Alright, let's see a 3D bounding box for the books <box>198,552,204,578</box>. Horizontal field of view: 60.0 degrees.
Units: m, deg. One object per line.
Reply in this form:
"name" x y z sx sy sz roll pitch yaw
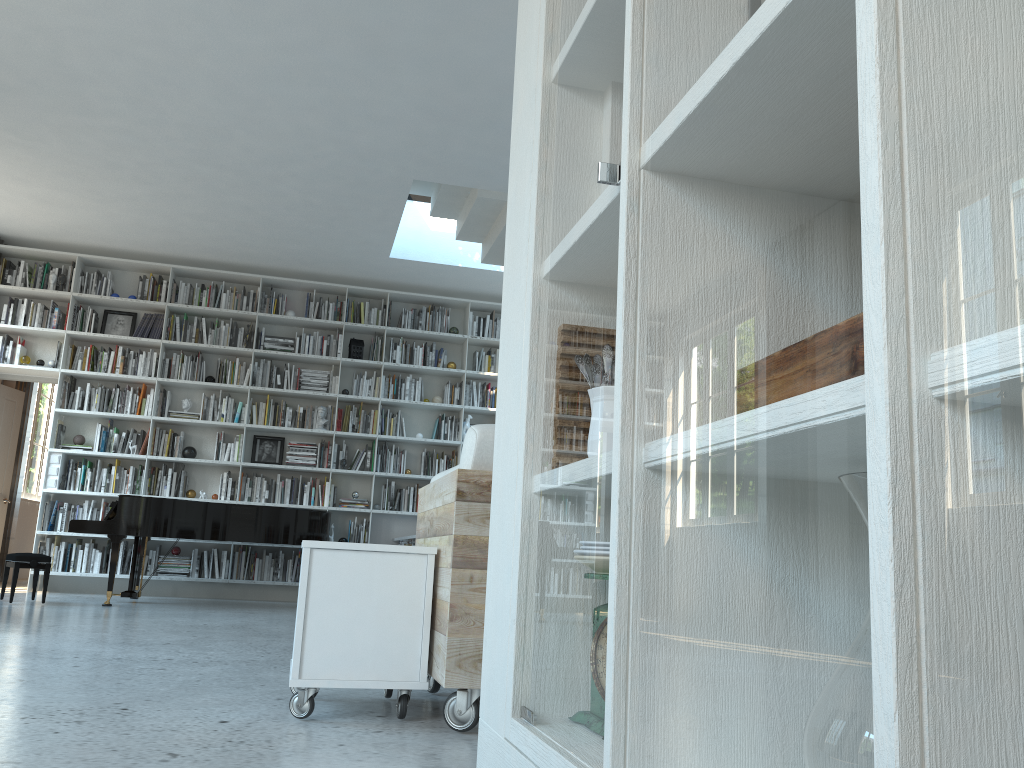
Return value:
"books" -2.920 1.704 8.352 0.028 0.237 0.136 5 -11 -13

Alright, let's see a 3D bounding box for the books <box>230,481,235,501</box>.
"books" -2.685 1.039 8.539 0.031 0.194 0.142 5 -11 -13

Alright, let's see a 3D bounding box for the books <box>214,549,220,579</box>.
"books" -2.786 1.697 8.377 0.073 0.275 0.181 5 -11 -13

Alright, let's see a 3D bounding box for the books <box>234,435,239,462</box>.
"books" -2.665 0.640 8.595 0.027 0.269 0.178 5 -11 -13

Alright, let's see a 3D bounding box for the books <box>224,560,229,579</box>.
"books" -2.693 1.753 8.389 0.024 0.179 0.172 5 -11 -13

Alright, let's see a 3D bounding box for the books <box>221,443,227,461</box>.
"books" -2.788 0.674 8.574 0.030 0.182 0.154 5 -11 -13

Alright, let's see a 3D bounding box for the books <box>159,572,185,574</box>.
"books" -3.155 1.767 8.284 0.254 0.007 0.161 5 -12 -12

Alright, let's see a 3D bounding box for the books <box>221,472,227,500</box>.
"books" -2.758 0.991 8.507 0.027 0.269 0.159 5 -11 -13

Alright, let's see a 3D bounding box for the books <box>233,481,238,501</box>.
"books" -2.656 1.036 8.532 0.024 0.200 0.159 5 -11 -13

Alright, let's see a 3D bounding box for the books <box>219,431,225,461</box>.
"books" -2.804 0.614 8.574 0.012 0.297 0.166 5 -11 -13

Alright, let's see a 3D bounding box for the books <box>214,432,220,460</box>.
"books" -2.850 0.615 8.558 0.012 0.284 0.160 5 -11 -13

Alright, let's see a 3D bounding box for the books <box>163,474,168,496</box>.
"books" -3.263 0.968 8.388 0.021 0.215 0.172 5 -11 -13

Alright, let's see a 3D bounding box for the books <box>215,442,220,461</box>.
"books" -2.834 0.664 8.549 0.025 0.185 0.154 5 -11 -13

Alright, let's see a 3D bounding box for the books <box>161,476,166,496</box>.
"books" -3.287 0.976 8.385 0.024 0.195 0.157 5 -11 -13

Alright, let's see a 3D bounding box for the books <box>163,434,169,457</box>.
"books" -3.293 0.600 8.454 0.025 0.227 0.153 5 -11 -13

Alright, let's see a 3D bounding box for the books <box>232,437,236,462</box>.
"books" -2.683 0.649 8.581 0.012 0.244 0.171 5 -11 -13

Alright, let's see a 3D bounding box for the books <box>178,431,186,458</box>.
"books" -3.163 0.595 8.494 0.028 0.265 0.145 5 -11 -13

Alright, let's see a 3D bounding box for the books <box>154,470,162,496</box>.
"books" -3.330 0.945 8.377 0.042 0.247 0.163 5 -11 -13

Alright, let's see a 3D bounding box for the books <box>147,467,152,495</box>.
"books" -3.413 0.926 8.373 0.013 0.275 0.147 5 -11 -13

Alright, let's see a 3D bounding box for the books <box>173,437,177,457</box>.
"books" -3.208 0.617 8.467 0.011 0.207 0.180 5 -11 -13

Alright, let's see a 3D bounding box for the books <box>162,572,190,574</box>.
"books" -3.153 1.759 8.279 0.285 0.007 0.160 6 -12 -17

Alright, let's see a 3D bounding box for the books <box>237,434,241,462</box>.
"books" -2.644 0.635 8.591 0.011 0.278 0.188 5 -11 -13

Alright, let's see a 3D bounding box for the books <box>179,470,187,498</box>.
"books" -3.123 0.958 8.420 0.027 0.260 0.163 5 -11 -13

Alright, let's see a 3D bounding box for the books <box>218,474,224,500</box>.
"books" -2.794 0.997 8.508 0.012 0.253 0.161 5 -11 -13

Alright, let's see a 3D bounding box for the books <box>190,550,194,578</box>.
"books" -2.995 1.685 8.322 0.012 0.253 0.161 5 -11 -13

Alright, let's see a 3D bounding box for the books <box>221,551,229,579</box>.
"books" -2.710 1.708 8.375 0.024 0.259 0.190 5 -11 -13

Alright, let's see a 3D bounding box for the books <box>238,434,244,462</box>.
"books" -2.629 0.636 8.597 0.021 0.281 0.162 5 -11 -13

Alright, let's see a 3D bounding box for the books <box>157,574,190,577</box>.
"books" -3.156 1.788 8.283 0.285 0.007 0.160 6 -12 -13

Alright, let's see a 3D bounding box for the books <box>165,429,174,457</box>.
"books" -3.261 0.576 8.444 0.026 0.274 0.190 5 -11 -13

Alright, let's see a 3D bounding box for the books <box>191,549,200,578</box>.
"books" -2.977 1.685 8.342 0.031 0.265 0.144 5 -11 -13

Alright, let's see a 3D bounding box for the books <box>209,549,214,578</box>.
"books" -2.825 1.691 8.355 0.012 0.274 0.180 5 -11 -13

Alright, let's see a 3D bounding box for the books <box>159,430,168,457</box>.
"books" -3.321 0.579 8.447 0.036 0.263 0.167 5 -11 -13

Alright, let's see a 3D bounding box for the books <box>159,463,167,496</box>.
"books" -3.301 0.916 8.388 0.014 0.312 0.166 5 -11 -13

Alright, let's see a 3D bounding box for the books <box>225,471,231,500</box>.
"books" -2.730 0.985 8.526 0.014 0.290 0.132 5 -11 -13

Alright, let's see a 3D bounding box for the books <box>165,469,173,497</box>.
"books" -3.238 0.943 8.396 0.027 0.268 0.185 5 -11 -13

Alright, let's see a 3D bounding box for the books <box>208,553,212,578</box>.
"books" -2.839 1.712 8.356 0.011 0.231 0.174 5 -11 -13

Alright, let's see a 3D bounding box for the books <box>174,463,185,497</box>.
"books" -3.159 0.922 8.420 0.050 0.327 0.167 5 -11 -13

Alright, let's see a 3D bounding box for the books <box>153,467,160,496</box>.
"books" -3.354 0.929 8.365 0.012 0.272 0.181 5 -11 -13

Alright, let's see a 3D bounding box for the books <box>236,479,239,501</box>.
"books" -2.640 1.023 8.566 0.019 0.241 0.107 5 -11 -13

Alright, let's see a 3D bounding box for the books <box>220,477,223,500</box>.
"books" -2.783 1.013 8.516 0.015 0.225 0.148 5 -11 -13

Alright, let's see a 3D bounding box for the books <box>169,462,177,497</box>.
"books" -3.222 0.916 8.431 0.013 0.338 0.138 5 -11 -13

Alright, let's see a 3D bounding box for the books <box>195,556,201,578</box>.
"books" -2.946 1.716 8.331 0.029 0.202 0.178 5 -11 -13

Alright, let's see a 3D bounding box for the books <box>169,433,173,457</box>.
"books" -3.247 0.597 8.465 0.014 0.243 0.153 5 -11 -13

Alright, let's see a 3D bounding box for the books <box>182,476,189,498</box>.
"books" -3.104 0.987 8.435 0.023 0.211 0.160 5 -11 -13

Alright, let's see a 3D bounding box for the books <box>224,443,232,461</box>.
"books" -2.742 0.672 8.569 0.057 0.188 0.156 5 -11 -13

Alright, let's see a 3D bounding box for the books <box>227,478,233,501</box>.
"books" -2.709 1.019 8.516 0.029 0.220 0.153 5 -11 -13

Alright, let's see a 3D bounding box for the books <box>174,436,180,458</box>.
"books" -3.188 0.614 8.469 0.028 0.215 0.175 5 -11 -13

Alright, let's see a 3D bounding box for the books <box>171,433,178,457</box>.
"books" -3.230 0.600 8.486 0.028 0.247 0.143 5 -11 -13

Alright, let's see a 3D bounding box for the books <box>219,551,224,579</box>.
"books" -2.741 1.712 8.399 0.025 0.258 0.133 5 -11 -13

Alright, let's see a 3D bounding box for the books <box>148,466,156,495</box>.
"books" -3.397 0.922 8.368 0.013 0.282 0.147 5 -11 -13

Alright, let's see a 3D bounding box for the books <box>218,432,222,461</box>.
"books" -2.816 0.617 8.574 0.011 0.291 0.156 5 -11 -13

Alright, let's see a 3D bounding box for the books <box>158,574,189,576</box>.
"books" -3.154 1.780 8.275 0.254 0.007 0.161 5 -12 -9

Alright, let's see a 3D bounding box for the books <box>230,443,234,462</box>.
"books" -2.704 0.677 8.583 0.024 0.187 0.172 5 -11 -13

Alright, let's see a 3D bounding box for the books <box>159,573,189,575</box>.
"books" -3.155 1.775 8.285 0.254 0.007 0.161 6 -12 -13

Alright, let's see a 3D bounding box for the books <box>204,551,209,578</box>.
"books" -2.874 1.698 8.352 0.062 0.252 0.178 5 -11 -13

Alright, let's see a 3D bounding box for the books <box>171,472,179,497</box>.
"books" -3.203 0.964 8.418 0.029 0.240 0.136 5 -11 -13

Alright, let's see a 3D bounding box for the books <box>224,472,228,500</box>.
"books" -2.743 0.991 8.525 0.010 0.276 0.155 5 -11 -13

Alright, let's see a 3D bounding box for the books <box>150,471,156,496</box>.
"books" -3.377 0.945 8.365 0.030 0.238 0.157 5 -11 -13
